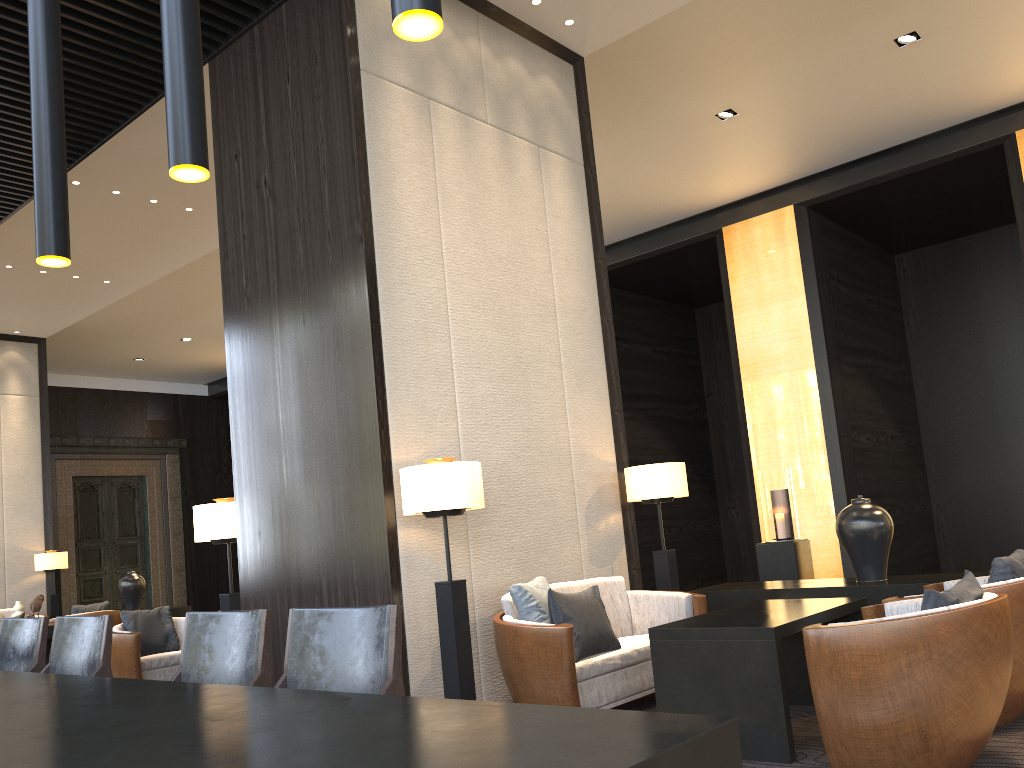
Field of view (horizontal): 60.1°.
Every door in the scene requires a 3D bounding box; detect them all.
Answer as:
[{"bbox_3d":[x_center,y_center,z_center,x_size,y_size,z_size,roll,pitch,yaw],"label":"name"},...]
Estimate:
[{"bbox_3d":[-6.905,2.918,15.206,0.052,2.678,1.289,-11,-9,40],"label":"door"}]

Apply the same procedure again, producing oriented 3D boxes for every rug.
[{"bbox_3d":[1.124,1.549,3.960,2.254,0.008,2.045,-14,-13,39],"label":"rug"}]

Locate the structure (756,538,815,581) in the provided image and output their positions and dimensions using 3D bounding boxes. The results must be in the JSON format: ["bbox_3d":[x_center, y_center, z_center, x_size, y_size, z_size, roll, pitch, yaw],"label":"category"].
[{"bbox_3d":[2.775,1.915,8.944,0.404,0.653,0.403,-12,-10,40],"label":"structure"}]

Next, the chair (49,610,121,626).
[{"bbox_3d":[-4.587,2.759,9.523,0.609,0.600,0.805,-12,-11,40],"label":"chair"}]

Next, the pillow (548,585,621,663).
[{"bbox_3d":[0.333,1.177,4.423,0.220,0.358,0.473,-11,-10,36],"label":"pillow"}]

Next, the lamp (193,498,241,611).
[{"bbox_3d":[-1.630,1.344,5.170,0.374,1.342,0.378,-3,-7,-20],"label":"lamp"}]

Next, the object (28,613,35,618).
[{"bbox_3d":[-5.465,2.658,10.060,0.091,0.111,0.092,-6,-8,2],"label":"object"}]

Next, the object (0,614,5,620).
[{"bbox_3d":[-5.733,2.604,9.759,0.245,0.167,0.247,-5,-9,-2],"label":"object"}]

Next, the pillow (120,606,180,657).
[{"bbox_3d":[-2.758,1.882,6.735,0.223,0.359,0.399,-12,-10,40],"label":"pillow"}]

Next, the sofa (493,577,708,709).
[{"bbox_3d":[0.459,1.380,4.615,0.606,0.688,1.451,-12,-11,40],"label":"sofa"}]

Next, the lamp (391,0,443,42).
[{"bbox_3d":[-0.227,-1.614,1.191,0.060,2.404,0.060,-10,-8,35],"label":"lamp"}]

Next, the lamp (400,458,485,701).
[{"bbox_3d":[-0.269,1.012,4.009,0.376,1.342,0.376,-9,-8,30],"label":"lamp"}]

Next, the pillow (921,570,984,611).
[{"bbox_3d":[1.567,0.851,3.153,0.442,0.336,0.206,2,-11,-43],"label":"pillow"}]

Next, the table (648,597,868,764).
[{"bbox_3d":[1.166,1.291,3.999,0.579,0.513,1.044,-12,-11,39],"label":"table"}]

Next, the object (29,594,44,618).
[{"bbox_3d":[-5.373,2.535,9.981,0.174,0.307,0.231,-5,-8,-4],"label":"object"}]

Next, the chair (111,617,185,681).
[{"bbox_3d":[-2.649,2.073,6.634,0.609,0.600,0.805,-12,-11,40],"label":"chair"}]

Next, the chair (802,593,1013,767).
[{"bbox_3d":[1.499,1.082,3.209,0.609,0.600,0.805,-12,-11,40],"label":"chair"}]

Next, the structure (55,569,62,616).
[{"bbox_3d":[-6.251,3.028,11.952,0.241,1.209,0.240,-11,-9,40],"label":"structure"}]

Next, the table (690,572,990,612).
[{"bbox_3d":[2.040,1.390,5.080,1.971,0.509,0.621,-14,-12,40],"label":"table"}]

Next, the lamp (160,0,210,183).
[{"bbox_3d":[-0.622,-1.517,1.528,0.060,2.404,0.060,-10,-8,35],"label":"lamp"}]

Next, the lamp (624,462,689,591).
[{"bbox_3d":[0.946,1.156,5.420,0.374,1.310,0.377,-5,-7,-6],"label":"lamp"}]

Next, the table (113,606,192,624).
[{"bbox_3d":[-4.669,3.024,10.801,1.971,0.509,0.621,-14,-12,40],"label":"table"}]

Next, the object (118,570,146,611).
[{"bbox_3d":[-4.607,2.498,10.734,0.313,0.489,0.312,-10,-8,29],"label":"object"}]

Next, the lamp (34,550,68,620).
[{"bbox_3d":[-5.787,2.779,11.162,0.375,1.342,0.377,-5,-7,-2],"label":"lamp"}]

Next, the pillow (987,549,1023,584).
[{"bbox_3d":[2.124,0.906,3.806,0.223,0.359,0.399,-12,-10,40],"label":"pillow"}]

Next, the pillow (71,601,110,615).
[{"bbox_3d":[-4.519,2.524,9.471,0.223,0.359,0.399,-12,-10,40],"label":"pillow"}]

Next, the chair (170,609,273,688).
[{"bbox_3d":[-0.981,1.100,2.576,0.529,0.821,0.564,-12,-10,40],"label":"chair"}]

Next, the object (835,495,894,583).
[{"bbox_3d":[2.028,0.882,5.075,0.312,0.489,0.313,-8,-8,21],"label":"object"}]

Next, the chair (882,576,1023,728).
[{"bbox_3d":[2.056,1.141,3.858,0.609,0.600,0.805,-12,-11,40],"label":"chair"}]

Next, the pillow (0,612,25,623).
[{"bbox_3d":[-5.076,2.469,8.818,0.442,0.336,0.206,2,-11,-43],"label":"pillow"}]

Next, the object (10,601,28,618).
[{"bbox_3d":[-5.555,2.578,9.976,0.174,0.255,0.175,-1,-9,-30],"label":"object"}]

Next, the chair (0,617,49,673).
[{"bbox_3d":[-2.177,1.391,3.595,0.529,0.821,0.564,-12,-10,40],"label":"chair"}]

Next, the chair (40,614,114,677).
[{"bbox_3d":[-1.744,1.286,3.226,0.529,0.821,0.564,-12,-10,40],"label":"chair"}]

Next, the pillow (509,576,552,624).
[{"bbox_3d":[0.148,1.178,4.448,0.201,0.397,0.435,-8,-9,18],"label":"pillow"}]

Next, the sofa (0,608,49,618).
[{"bbox_3d":[-6.184,2.997,10.280,0.606,0.688,1.451,-12,-11,40],"label":"sofa"}]

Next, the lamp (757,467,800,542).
[{"bbox_3d":[2.713,1.225,9.020,0.337,0.724,0.338,-7,-7,13],"label":"lamp"}]

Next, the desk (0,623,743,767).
[{"bbox_3d":[0.914,0.585,0.470,28.898,0.754,1.783,-14,-12,40],"label":"desk"}]

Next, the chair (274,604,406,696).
[{"bbox_3d":[-0.548,0.995,2.206,0.529,0.821,0.564,-12,-10,40],"label":"chair"}]

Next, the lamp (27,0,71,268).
[{"bbox_3d":[-1.005,-1.424,1.854,0.060,2.404,0.060,-10,-8,35],"label":"lamp"}]
